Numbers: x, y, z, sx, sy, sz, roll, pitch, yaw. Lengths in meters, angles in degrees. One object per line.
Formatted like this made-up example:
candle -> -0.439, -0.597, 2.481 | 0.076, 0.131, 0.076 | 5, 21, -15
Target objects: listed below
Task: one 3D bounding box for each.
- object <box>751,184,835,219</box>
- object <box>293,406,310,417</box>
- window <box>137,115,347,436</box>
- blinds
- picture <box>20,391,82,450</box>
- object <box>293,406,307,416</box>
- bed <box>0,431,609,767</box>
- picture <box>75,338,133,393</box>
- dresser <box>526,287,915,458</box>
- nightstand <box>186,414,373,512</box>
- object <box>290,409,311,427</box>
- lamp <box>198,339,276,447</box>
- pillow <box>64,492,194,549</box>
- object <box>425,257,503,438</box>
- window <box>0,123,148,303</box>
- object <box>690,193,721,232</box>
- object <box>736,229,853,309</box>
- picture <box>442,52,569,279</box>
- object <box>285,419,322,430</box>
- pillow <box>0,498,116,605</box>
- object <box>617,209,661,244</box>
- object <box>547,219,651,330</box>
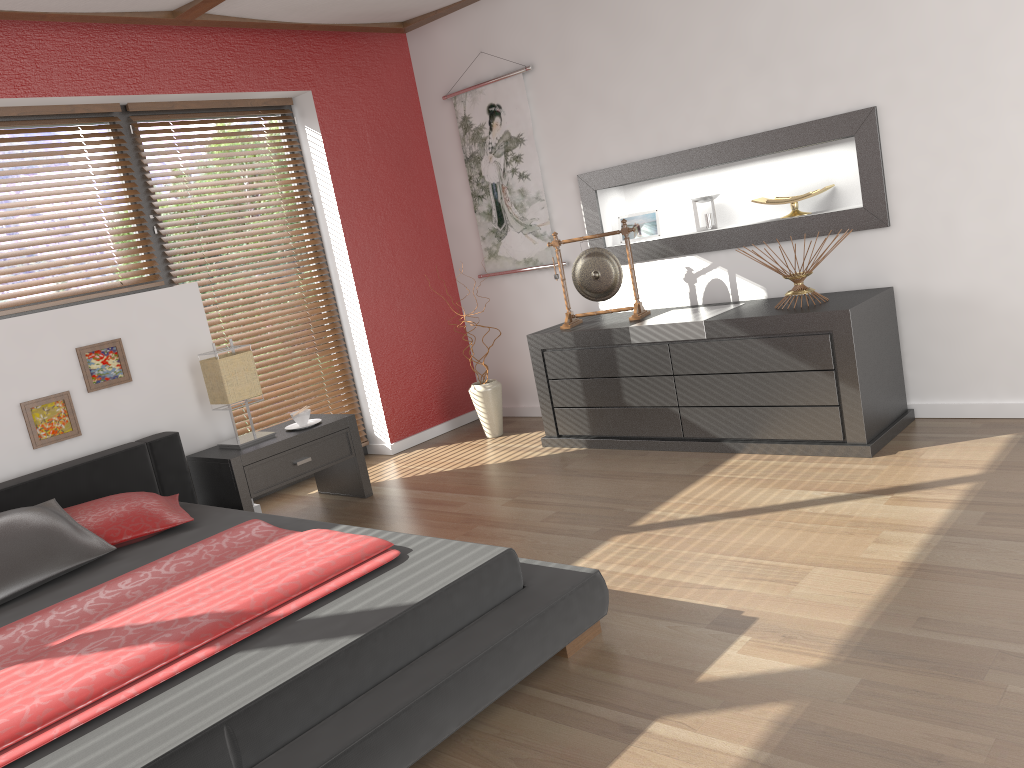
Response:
object -> 1.343, -0.855, 4.219 | 0.350, 0.116, 0.181 | -5, 12, 33
object -> -1.018, 0.132, 4.289 | 0.007, 0.007, 0.192 | -9, 10, 13
window -> -1.422, -0.518, 4.864 | 0.020, 1.893, 0.889 | -2, 14, 43
blinds -> -2.634, 0.017, 3.428 | 0.032, 1.952, 4.840 | -2, 14, 43
picture -> -1.946, 0.151, 3.748 | 0.010, 0.200, 0.200 | -2, 14, 43
object -> -1.029, 0.131, 4.309 | 0.007, 0.007, 0.192 | -10, 10, 8
bed -> -1.444, 0.769, 2.433 | 2.413, 0.577, 2.469 | -2, 14, 43
picture -> -1.799, -0.083, 3.916 | 0.010, 0.200, 0.200 | -2, 14, 43
dresser -> 0.919, -0.046, 4.285 | 1.740, 0.608, 0.540 | -2, 14, 43
nightstand -> -1.105, 0.447, 4.290 | 0.413, 0.423, 0.700 | -2, 14, 43
object -> -1.021, 0.168, 4.309 | 0.099, 0.069, 0.099 | -15, 11, -21
lamp -> -1.299, 0.032, 4.152 | 0.200, 0.480, 0.200 | -2, 14, 43
pillow -> -1.604, 0.547, 3.330 | 0.745, 0.172, 0.418 | -16, 11, -27
object -> -0.239, -0.182, 5.075 | 0.364, 1.035, 0.422 | -8, 11, 18
window -> -2.792, -0.542, 3.376 | 0.020, 0.786, 2.817 | -2, 14, 43
object -> 1.004, -0.876, 4.543 | 0.159, 0.171, 0.159 | -11, 10, 2
object -> 1.231, -0.484, 3.829 | 0.481, 0.282, 0.481 | -9, 10, 9
picture -> -0.063, -1.274, 5.147 | 0.701, 1.270, 0.028 | -2, 14, 43
object -> -1.015, 0.200, 4.315 | 0.179, 0.012, 0.179 | -15, 11, -21
pillow -> -1.770, 0.597, 2.940 | 0.386, 0.241, 0.744 | -3, 13, 38
object -> 0.686, -0.851, 4.794 | 0.226, 0.146, 0.041 | -7, 11, 23
object -> 0.432, -0.560, 4.511 | 0.490, 0.498, 0.173 | -6, 11, 28
